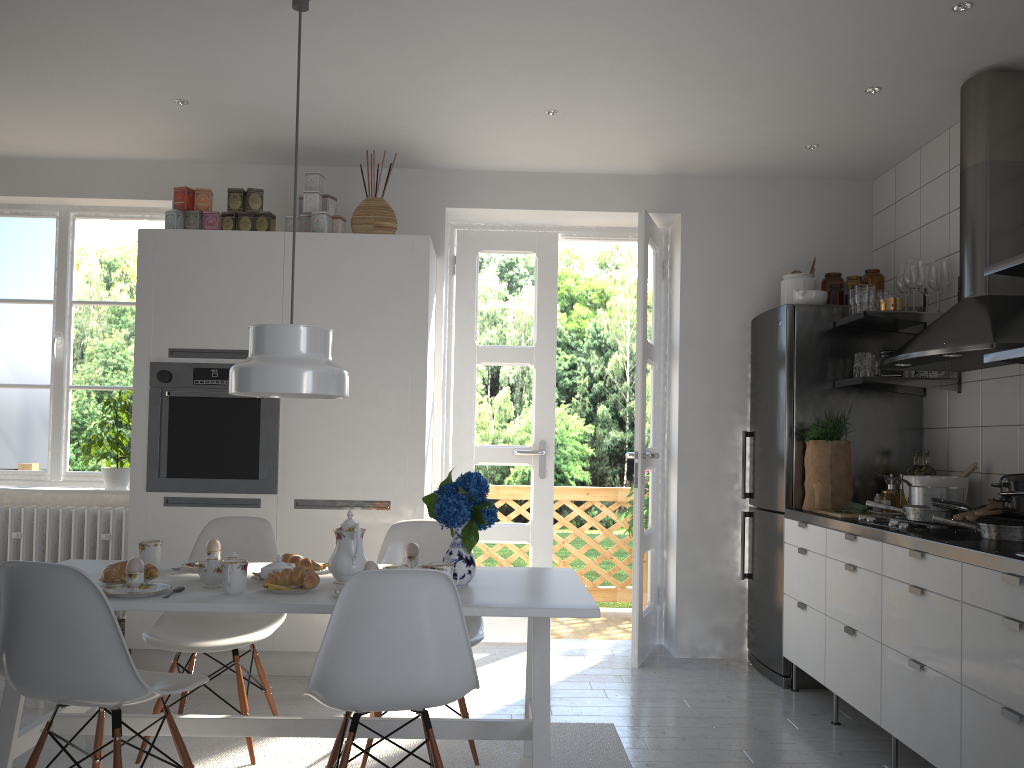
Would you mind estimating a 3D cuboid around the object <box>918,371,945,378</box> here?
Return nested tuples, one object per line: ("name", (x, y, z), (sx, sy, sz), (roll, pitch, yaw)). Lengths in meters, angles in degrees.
("object", (1.846, -0.073, 3.915), (0.083, 0.100, 0.108), (2, -3, -12))

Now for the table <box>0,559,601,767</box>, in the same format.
("table", (-0.685, 0.955, 2.808), (1.825, 0.659, 0.815), (1, -3, -1))

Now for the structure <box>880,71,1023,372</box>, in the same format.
("structure", (1.733, -0.628, 3.409), (0.472, 1.091, 0.870), (1, -3, -1))

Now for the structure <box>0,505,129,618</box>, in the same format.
("structure", (-2.923, 0.995, 4.546), (2.100, 0.760, 0.175), (1, -2, -1))

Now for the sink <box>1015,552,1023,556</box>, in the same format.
("sink", (1.621, 0.498, 2.064), (0.487, 0.111, 0.767), (1, -4, -1))

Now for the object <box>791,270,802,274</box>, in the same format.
("object", (1.471, -0.476, 4.599), (0.061, 0.251, 0.117), (0, -2, 29))

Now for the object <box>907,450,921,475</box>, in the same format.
("object", (1.835, 0.442, 4.011), (0.066, 0.282, 0.066), (1, -2, -6))

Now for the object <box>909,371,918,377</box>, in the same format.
("object", (1.844, -0.067, 3.998), (0.083, 0.100, 0.108), (2, -3, -12))

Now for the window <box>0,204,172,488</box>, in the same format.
("window", (-2.463, -0.200, 4.814), (1.286, 1.561, 0.116), (1, -2, -1))

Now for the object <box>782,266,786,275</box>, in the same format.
("object", (1.447, -0.481, 4.606), (0.149, 0.262, 0.054), (2, -2, -26))

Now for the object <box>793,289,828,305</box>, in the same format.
("object", (1.463, -0.419, 4.326), (0.172, 0.110, 0.159), (2, -3, -6))

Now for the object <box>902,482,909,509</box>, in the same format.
("object", (1.779, 0.508, 3.953), (0.044, 0.141, 0.077), (1, -2, -1))

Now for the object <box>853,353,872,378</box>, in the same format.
("object", (1.590, -0.081, 4.015), (0.086, 0.119, 0.086), (1, -2, -5))

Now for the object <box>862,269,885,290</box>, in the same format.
("object", (1.753, -0.457, 4.310), (0.097, 0.194, 0.097), (1, -2, -2))

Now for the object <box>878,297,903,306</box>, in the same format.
("object", (1.671, -0.351, 3.914), (0.099, 0.048, 0.100), (0, -4, 22))

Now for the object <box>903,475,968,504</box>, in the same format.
("object", (1.782, 0.477, 3.731), (0.247, 0.175, 0.247), (-1, -4, 39))

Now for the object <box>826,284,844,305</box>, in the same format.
("object", (1.652, -0.425, 4.495), (0.113, 0.154, 0.113), (0, -3, 27))

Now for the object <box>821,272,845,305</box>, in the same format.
("object", (1.675, -0.457, 4.622), (0.117, 0.236, 0.118), (0, -2, 24))

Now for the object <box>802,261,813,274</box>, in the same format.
("object", (1.487, -0.497, 4.570), (0.141, 0.289, 0.064), (2, -2, -28))

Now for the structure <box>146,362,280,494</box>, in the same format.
("structure", (-1.344, 0.217, 4.283), (0.727, 0.608, 0.322), (1, -2, -1))

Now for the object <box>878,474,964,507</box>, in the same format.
("object", (1.628, 0.446, 3.568), (0.348, 0.153, 0.200), (-2, -4, 38))

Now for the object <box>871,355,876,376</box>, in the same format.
("object", (1.644, -0.074, 4.099), (0.086, 0.119, 0.086), (1, -2, 9))

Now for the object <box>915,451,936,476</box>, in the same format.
("object", (1.831, 0.437, 3.929), (0.082, 0.281, 0.090), (1, -2, -1))

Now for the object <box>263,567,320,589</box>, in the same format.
("object", (-0.645, 0.577, 2.638), (0.161, 0.057, 0.124), (0, -4, 14))

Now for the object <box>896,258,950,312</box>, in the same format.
("object", (1.842, -0.426, 3.991), (0.205, 0.244, 0.193), (1, -3, -3))

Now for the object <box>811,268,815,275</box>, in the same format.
("object", (1.518, -0.477, 4.542), (0.114, 0.247, 0.050), (3, -2, -36))

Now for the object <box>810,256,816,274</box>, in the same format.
("object", (1.516, -0.500, 4.535), (0.056, 0.295, 0.131), (2, -2, -22))

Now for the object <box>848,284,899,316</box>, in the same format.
("object", (1.647, -0.370, 4.054), (0.228, 0.134, 0.190), (2, -3, -11))

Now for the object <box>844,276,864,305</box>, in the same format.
("object", (1.651, -0.441, 4.277), (0.093, 0.153, 0.093), (0, -2, 21))

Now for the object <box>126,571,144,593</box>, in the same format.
("object", (-1.077, 0.564, 2.530), (0.048, 0.057, 0.048), (-1, -3, 39))

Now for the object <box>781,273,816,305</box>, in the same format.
("object", (1.476, -0.452, 4.567), (0.174, 0.208, 0.174), (1, -3, -6))

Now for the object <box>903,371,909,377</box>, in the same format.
("object", (1.858, -0.060, 4.101), (0.108, 0.100, 0.083), (3, -3, -32))

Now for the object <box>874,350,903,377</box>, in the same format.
("object", (1.666, -0.088, 3.919), (0.100, 0.122, 0.100), (1, -3, 9))

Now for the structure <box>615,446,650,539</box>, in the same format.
("structure", (1.326, 0.936, 6.415), (1.175, 1.278, 1.264), (1, -3, 0))

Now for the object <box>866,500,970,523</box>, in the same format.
("object", (1.525, 0.470, 3.282), (0.232, 0.060, 0.352), (3, -4, -23))

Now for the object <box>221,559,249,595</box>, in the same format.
("object", (-0.804, 0.558, 2.550), (0.078, 0.095, 0.091), (-1, -3, 35))

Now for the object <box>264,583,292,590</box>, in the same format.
("object", (-0.672, 0.594, 2.593), (0.070, 0.036, 0.109), (1, -4, 7))

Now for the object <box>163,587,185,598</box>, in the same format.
("object", (-0.969, 0.595, 2.529), (0.032, 0.011, 0.140), (1, -4, 2))

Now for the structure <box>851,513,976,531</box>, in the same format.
("structure", (1.610, 0.522, 3.373), (0.490, 0.029, 0.468), (1, -4, -1))

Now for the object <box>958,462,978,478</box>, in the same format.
("object", (1.813, 0.436, 3.685), (0.080, 0.232, 0.222), (3, -3, -41))

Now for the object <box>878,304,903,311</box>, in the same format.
("object", (1.671, -0.329, 3.912), (0.100, 0.036, 0.100), (0, -4, 18))
